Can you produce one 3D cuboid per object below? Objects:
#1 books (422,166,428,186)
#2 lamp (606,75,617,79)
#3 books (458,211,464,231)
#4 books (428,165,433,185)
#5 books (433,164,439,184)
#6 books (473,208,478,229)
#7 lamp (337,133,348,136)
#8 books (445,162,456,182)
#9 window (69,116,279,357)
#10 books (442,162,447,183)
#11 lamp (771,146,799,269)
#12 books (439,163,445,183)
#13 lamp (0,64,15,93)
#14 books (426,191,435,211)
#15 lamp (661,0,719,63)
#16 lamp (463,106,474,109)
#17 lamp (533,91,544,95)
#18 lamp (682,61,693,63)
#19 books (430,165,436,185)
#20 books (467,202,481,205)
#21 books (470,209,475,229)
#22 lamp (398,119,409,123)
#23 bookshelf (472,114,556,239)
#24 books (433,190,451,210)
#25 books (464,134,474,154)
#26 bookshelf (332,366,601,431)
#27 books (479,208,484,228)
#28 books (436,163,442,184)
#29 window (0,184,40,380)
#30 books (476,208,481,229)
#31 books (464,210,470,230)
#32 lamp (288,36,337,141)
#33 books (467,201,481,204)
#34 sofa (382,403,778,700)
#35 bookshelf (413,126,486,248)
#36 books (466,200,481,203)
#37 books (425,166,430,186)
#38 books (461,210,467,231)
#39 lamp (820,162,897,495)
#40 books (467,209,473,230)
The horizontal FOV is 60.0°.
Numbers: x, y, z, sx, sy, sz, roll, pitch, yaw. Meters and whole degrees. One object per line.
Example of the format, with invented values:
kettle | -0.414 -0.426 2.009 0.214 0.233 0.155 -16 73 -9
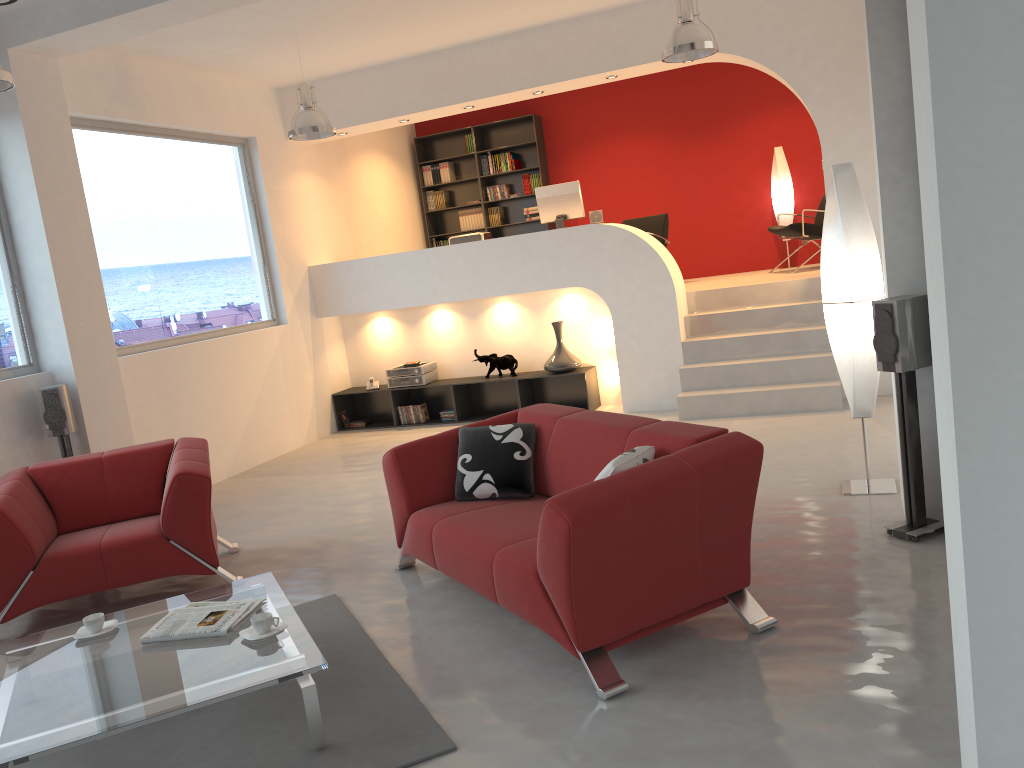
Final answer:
books | -1.090 -2.690 11.514 0.040 0.260 0.200 -5 8 21
lamp | 0.890 -2.734 7.907 0.105 0.011 0.105 -6 8 10
books | -0.619 -2.102 11.449 0.040 0.260 0.200 -5 8 21
books | -1.015 -2.696 11.484 0.040 0.260 0.200 -5 8 21
books | -0.940 -2.702 11.455 0.040 0.260 0.200 -5 8 21
books | -0.431 -2.117 11.375 0.040 0.260 0.200 -5 8 21
lamp | -1.707 -2.516 8.930 0.105 0.011 0.105 -4 9 25
books | -0.790 -2.715 11.395 0.040 0.260 0.200 -5 8 21
window | -2.867 -1.243 7.495 0.100 1.800 2.400 -5 8 21
books | -0.827 -2.712 11.410 0.040 0.260 0.200 -5 8 21
lamp | 3.065 -1.983 9.998 0.237 1.349 0.237 -3 9 29
books | -0.865 -2.709 11.425 0.040 0.260 0.200 -5 8 21
lamp | -2.689 -1.840 4.265 0.379 0.800 0.379 -14 10 -39
books | -1.022 -2.381 11.561 0.090 0.256 0.181 -5 8 21
lamp | 1.146 -2.605 5.927 0.379 0.800 0.379 -9 8 -7
lamp | -0.409 -2.625 8.418 0.105 0.011 0.105 -6 8 10
lamp | 0.241 -2.680 8.163 0.105 0.011 0.105 -6 8 10
lamp | 1.521 -2.787 7.658 0.105 0.011 0.105 -6 8 10
books | -0.978 -2.699 11.470 0.040 0.260 0.200 -5 8 21
books | -0.467 -2.309 11.373 0.190 0.015 0.135 -5 8 21
books | -0.468 -2.114 11.390 0.040 0.260 0.200 -5 8 21
lamp | -1.058 -2.571 8.674 0.105 0.011 0.105 -6 8 10
bookshelf | 0.083 -2.168 11.136 0.816 2.213 0.305 -5 8 21
books | -0.909 -2.383 11.517 0.146 0.240 0.170 -5 8 21
books | -0.487 -3.031 11.233 0.146 0.240 0.170 -5 8 21
bookshelf | -0.506 0.160 8.977 2.764 0.397 0.405 -5 8 21
books | -0.355 -2.124 11.345 0.040 0.260 0.200 -5 8 21
books | -0.903 -2.706 11.440 0.040 0.260 0.200 -5 8 21
window | -3.841 -0.747 4.917 0.100 1.800 2.400 -5 8 21
books | -0.393 -2.121 11.360 0.040 0.260 0.200 -5 8 21
books | -0.544 -2.108 11.419 0.040 0.260 0.200 -5 8 21
lamp | -1.645 -2.371 7.027 0.379 0.800 0.379 -9 8 -7
books | -0.462 -2.325 11.369 0.190 0.015 0.135 -5 8 21
sofa | 0.174 0.587 4.007 0.951 0.738 1.929 -12 9 -28
bookshelf | -0.674 -2.105 11.434 0.816 2.213 0.305 -5 8 21
books | -0.482 -2.338 11.373 0.190 0.015 0.135 -5 8 21
books | -1.053 -2.693 11.499 0.040 0.260 0.200 -5 8 21
books | -0.581 -2.105 11.434 0.040 0.260 0.200 -5 8 21
lamp | 1.873 -0.295 4.831 0.313 1.779 0.313 -3 9 29
books | -0.506 -2.111 11.405 0.040 0.260 0.200 -5 8 21
